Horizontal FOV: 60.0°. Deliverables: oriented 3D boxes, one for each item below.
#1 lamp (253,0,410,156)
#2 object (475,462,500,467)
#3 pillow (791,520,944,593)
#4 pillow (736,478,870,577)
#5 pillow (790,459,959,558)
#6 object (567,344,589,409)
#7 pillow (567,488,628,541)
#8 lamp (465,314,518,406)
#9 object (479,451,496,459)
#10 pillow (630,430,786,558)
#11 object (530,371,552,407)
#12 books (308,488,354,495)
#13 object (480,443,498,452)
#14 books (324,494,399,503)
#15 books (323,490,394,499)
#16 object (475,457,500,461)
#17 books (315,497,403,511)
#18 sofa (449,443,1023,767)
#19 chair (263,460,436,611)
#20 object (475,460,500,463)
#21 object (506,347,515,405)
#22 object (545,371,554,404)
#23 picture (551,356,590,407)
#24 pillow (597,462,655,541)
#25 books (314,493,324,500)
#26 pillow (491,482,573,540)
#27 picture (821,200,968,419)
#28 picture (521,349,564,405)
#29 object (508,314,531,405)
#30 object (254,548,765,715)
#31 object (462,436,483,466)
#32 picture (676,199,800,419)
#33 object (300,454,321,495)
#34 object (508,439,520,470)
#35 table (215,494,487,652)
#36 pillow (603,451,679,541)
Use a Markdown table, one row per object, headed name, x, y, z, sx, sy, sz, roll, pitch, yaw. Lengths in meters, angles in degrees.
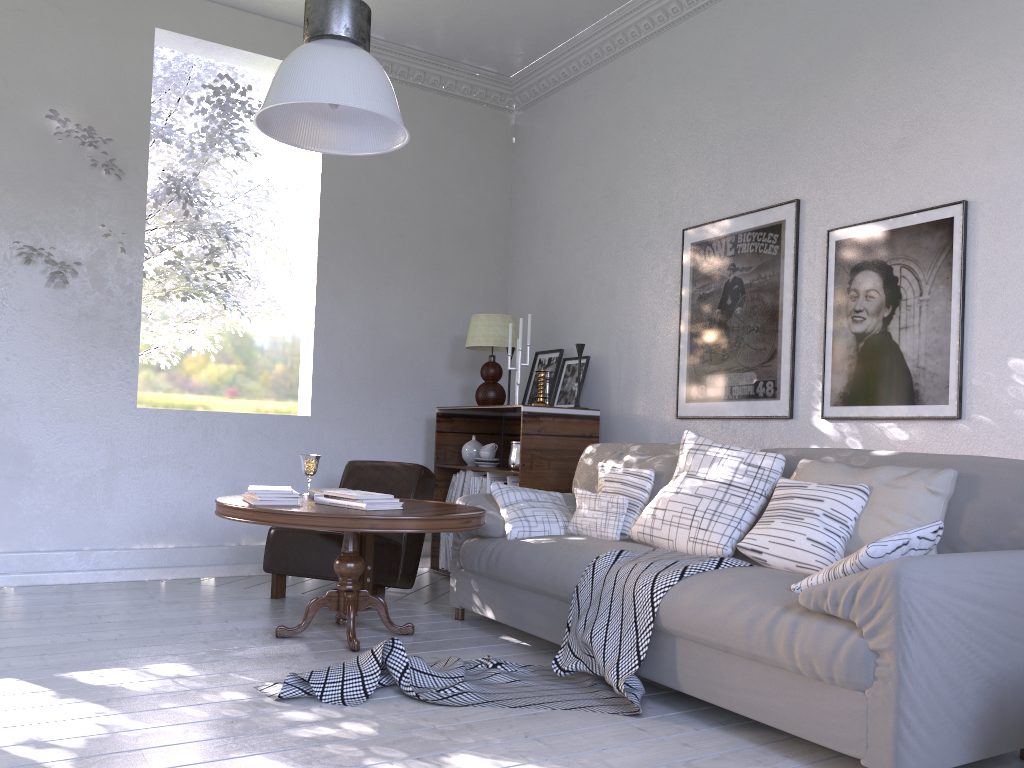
| name | x | y | z | sx | sy | sz | roll | pitch | yaw |
| --- | --- | --- | --- | --- | --- | --- | --- | --- | --- |
| lamp | -0.403 | -0.876 | 2.056 | 0.355 | 0.582 | 0.355 | 2 | -2 | -4 |
| object | -0.116 | 0.383 | 4.210 | 0.121 | 0.021 | 0.121 | 1 | -4 | 18 |
| pillow | 0.829 | 0.419 | 2.048 | 0.314 | 0.220 | 0.212 | 4 | -3 | -33 |
| pillow | 0.752 | 0.377 | 2.303 | 0.154 | 0.256 | 0.312 | 3 | -3 | -32 |
| pillow | 0.881 | 0.355 | 2.272 | 0.151 | 0.313 | 0.489 | 3 | -3 | -32 |
| object | 0.296 | -0.032 | 3.901 | 0.095 | 0.288 | 0.095 | 2 | -1 | -9 |
| pillow | 0.284 | 0.435 | 2.933 | 0.071 | 0.167 | 0.283 | 3 | -3 | -34 |
| lamp | -0.098 | -0.103 | 4.304 | 0.266 | 0.446 | 0.268 | 1 | -2 | 33 |
| object | -0.117 | 0.343 | 4.212 | 0.079 | 0.050 | 0.082 | 0 | -3 | 32 |
| pillow | 0.572 | 0.329 | 2.648 | 0.220 | 0.385 | 0.453 | 3 | -3 | -30 |
| object | 0.128 | 0.014 | 3.844 | 0.096 | 0.171 | 0.096 | 3 | -2 | -13 |
| books | -0.628 | 0.379 | 3.131 | 0.136 | 0.011 | 0.214 | 4 | -4 | -25 |
| object | -0.115 | 0.314 | 4.212 | 0.078 | 0.067 | 0.083 | 3 | -3 | -17 |
| books | -0.480 | 0.363 | 2.818 | 0.135 | 0.010 | 0.240 | 5 | -5 | -40 |
| books | -0.491 | 0.351 | 2.812 | 0.136 | 0.010 | 0.214 | 5 | -5 | -40 |
| object | -0.117 | 0.364 | 4.213 | 0.121 | 0.024 | 0.121 | 4 | -4 | -27 |
| books | -0.488 | 0.379 | 2.822 | 0.278 | 0.021 | 0.149 | -1 | -5 | 45 |
| sofa | 0.556 | 0.517 | 2.638 | 0.768 | 0.681 | 1.860 | 4 | -4 | -31 |
| chair | -0.647 | 0.594 | 3.639 | 0.496 | 0.553 | 0.706 | 1 | -3 | 24 |
| object | -0.116 | 0.374 | 4.210 | 0.121 | 0.021 | 0.121 | 1 | -4 | 18 |
| object | -0.012 | -0.028 | 4.155 | 0.095 | 0.288 | 0.095 | 2 | -1 | -9 |
| object | 0.158 | 0.021 | 3.934 | 0.062 | 0.172 | 0.062 | 1 | -2 | 35 |
| picture | 0.266 | -0.001 | 4.090 | 0.080 | 0.252 | 0.202 | 3 | -2 | -31 |
| pillow | 0.352 | 0.401 | 2.975 | 0.130 | 0.269 | 0.310 | 3 | -3 | -28 |
| books | -0.619 | 0.395 | 3.132 | 0.147 | 0.018 | 0.231 | 3 | -4 | -10 |
| pillow | 0.086 | 0.459 | 3.133 | 0.311 | 0.206 | 0.215 | 4 | -3 | -25 |
| picture | 1.184 | -0.208 | 2.781 | 0.019 | 0.638 | 0.486 | 3 | -2 | -31 |
| picture | 0.144 | -0.017 | 4.302 | 0.095 | 0.300 | 0.231 | 3 | -2 | -31 |
| object | 0.031 | -0.106 | 3.979 | 0.100 | 0.423 | 0.101 | 1 | -2 | 42 |
| object | 0.086 | 0.639 | 2.387 | 1.500 | 0.394 | 0.496 | 2 | -3 | -1 |
| object | -0.189 | 0.326 | 4.338 | 0.112 | 0.147 | 0.122 | 4 | -3 | -34 |
| picture | 0.838 | -0.254 | 3.353 | 0.019 | 0.772 | 0.588 | 3 | -2 | -31 |
| object | -0.744 | 0.334 | 3.253 | 0.076 | 0.148 | 0.076 | 3 | -2 | -36 |
| object | 0.073 | 0.277 | 3.923 | 0.143 | 0.223 | 0.190 | 4 | -3 | -41 |
| table | -0.543 | 0.610 | 2.919 | 0.949 | 0.431 | 0.739 | 0 | -3 | 28 |
| pillow | 0.435 | 0.384 | 3.002 | 0.151 | 0.313 | 0.489 | 3 | -3 | -31 |
